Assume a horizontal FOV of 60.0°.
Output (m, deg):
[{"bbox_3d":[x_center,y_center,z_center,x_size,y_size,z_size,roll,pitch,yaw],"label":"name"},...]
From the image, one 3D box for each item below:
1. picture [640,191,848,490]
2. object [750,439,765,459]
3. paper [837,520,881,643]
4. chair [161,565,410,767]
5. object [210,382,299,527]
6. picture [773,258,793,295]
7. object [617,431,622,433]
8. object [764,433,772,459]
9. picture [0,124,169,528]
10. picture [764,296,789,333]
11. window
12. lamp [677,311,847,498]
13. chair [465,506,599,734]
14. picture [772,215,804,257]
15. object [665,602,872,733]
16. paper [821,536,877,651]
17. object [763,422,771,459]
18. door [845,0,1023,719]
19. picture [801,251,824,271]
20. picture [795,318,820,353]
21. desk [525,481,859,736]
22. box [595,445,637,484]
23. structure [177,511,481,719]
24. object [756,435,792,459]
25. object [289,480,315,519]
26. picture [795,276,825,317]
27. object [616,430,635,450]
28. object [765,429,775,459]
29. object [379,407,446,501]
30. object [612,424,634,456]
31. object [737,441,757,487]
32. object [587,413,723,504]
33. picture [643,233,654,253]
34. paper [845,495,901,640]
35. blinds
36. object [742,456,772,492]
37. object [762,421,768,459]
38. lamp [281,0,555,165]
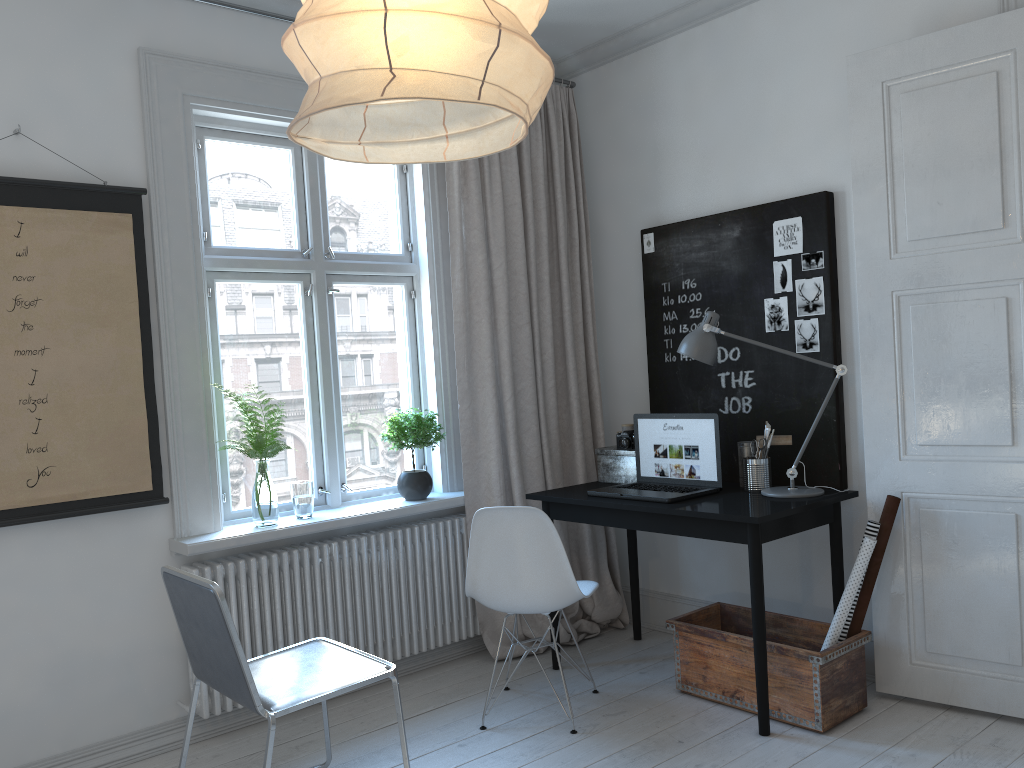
[{"bbox_3d":[0.962,-0.153,3.826,0.063,1.173,0.953,-5,2,-40],"label":"picture"},{"bbox_3d":[0.969,0.316,3.520,0.050,0.198,0.081,-4,2,-15],"label":"object"},{"bbox_3d":[1.187,0.821,3.149,0.266,0.669,0.043,-3,2,5],"label":"paper"},{"bbox_3d":[-0.659,0.895,2.574,0.524,0.798,0.562,-5,2,-40],"label":"chair"},{"bbox_3d":[-0.985,0.266,3.418,0.305,0.565,0.414,-4,2,-6],"label":"object"},{"bbox_3d":[1.097,-0.436,3.592,0.002,0.146,0.083,-5,2,-40],"label":"picture"},{"bbox_3d":[0.503,0.253,4.082,0.040,0.069,0.040,-2,2,38],"label":"object"},{"bbox_3d":[0.990,0.306,3.486,0.082,0.222,0.009,-4,2,-11],"label":"object"},{"bbox_3d":[-1.590,-0.198,2.946,0.792,1.314,0.057,-5,2,-40],"label":"picture"},{"bbox_3d":[1.081,-0.283,3.625,0.001,0.150,0.107,-5,2,-40],"label":"picture"},{"bbox_3d":[-17.191,-1.134,6.907,25.623,15.029,26.552,-5,2,-40],"label":"window"},{"bbox_3d":[0.958,0.066,3.387,0.617,0.716,0.230,-3,2,20],"label":"lamp"},{"bbox_3d":[0.074,0.824,3.328,0.474,0.824,0.553,-3,2,15],"label":"chair"},{"bbox_3d":[1.109,-0.597,3.561,0.004,0.154,0.147,-5,2,-40],"label":"picture"},{"bbox_3d":[0.949,1.042,3.312,0.339,0.282,0.665,-5,2,-40],"label":"object"},{"bbox_3d":[1.143,0.842,3.111,0.283,0.627,0.041,-3,2,28],"label":"paper"},{"bbox_3d":[0.994,0.284,3.494,0.062,0.264,0.012,-3,2,2],"label":"object"},{"bbox_3d":[2.329,-0.141,2.442,0.577,2.507,2.599,-5,2,-40],"label":"door"},{"bbox_3d":[1.182,-0.486,3.488,0.001,0.071,0.095,-5,2,-40],"label":"picture"},{"bbox_3d":[1.173,-0.194,3.527,0.001,0.136,0.103,-5,2,-40],"label":"picture"},{"bbox_3d":[0.703,0.815,3.576,0.650,0.759,1.160,-5,2,-40],"label":"desk"},{"bbox_3d":[0.536,0.362,3.990,0.193,0.152,0.317,-5,2,-40],"label":"box"},{"bbox_3d":[-0.648,0.897,3.701,1.504,0.547,0.195,-4,2,-40],"label":"structure"},{"bbox_3d":[1.038,0.309,3.505,0.138,0.209,0.034,-3,2,30],"label":"object"},{"bbox_3d":[-0.836,0.464,3.548,0.097,0.146,0.097,-5,2,-35],"label":"object"},{"bbox_3d":[1.178,-0.347,3.506,0.002,0.153,0.121,-5,2,-40],"label":"picture"},{"bbox_3d":[0.498,0.247,3.881,0.073,0.087,0.137,-5,2,-40],"label":"object"},{"bbox_3d":[0.993,0.297,3.474,0.084,0.240,0.009,-3,2,27],"label":"object"},{"bbox_3d":[-0.437,0.303,3.891,0.309,0.407,0.271,-3,2,10],"label":"object"},{"bbox_3d":[0.488,0.251,3.997,0.167,0.130,0.056,-5,2,-42],"label":"object"},{"bbox_3d":[0.964,0.330,3.620,0.079,0.188,0.079,-3,2,29],"label":"object"},{"bbox_3d":[0.559,0.288,3.557,0.325,0.315,0.446,-5,2,-40],"label":"object"},{"bbox_3d":[0.635,-0.653,4.112,0.004,0.088,0.061,-5,2,-44],"label":"picture"},{"bbox_3d":[1.255,0.774,3.172,0.297,0.747,0.048,-3,2,5],"label":"paper"},{"bbox_3d":[0.121,-0.105,4.063,0.830,2.649,0.225,-5,2,-40],"label":"blinds"},{"bbox_3d":[0.970,0.356,3.506,0.108,0.128,0.108,-4,2,-25],"label":"object"},{"bbox_3d":[0.990,0.281,3.497,0.060,0.268,0.008,-4,2,-24],"label":"object"},{"bbox_3d":[-0.149,-0.923,1.098,0.340,1.232,0.338,-4,2,-9],"label":"lamp"}]
